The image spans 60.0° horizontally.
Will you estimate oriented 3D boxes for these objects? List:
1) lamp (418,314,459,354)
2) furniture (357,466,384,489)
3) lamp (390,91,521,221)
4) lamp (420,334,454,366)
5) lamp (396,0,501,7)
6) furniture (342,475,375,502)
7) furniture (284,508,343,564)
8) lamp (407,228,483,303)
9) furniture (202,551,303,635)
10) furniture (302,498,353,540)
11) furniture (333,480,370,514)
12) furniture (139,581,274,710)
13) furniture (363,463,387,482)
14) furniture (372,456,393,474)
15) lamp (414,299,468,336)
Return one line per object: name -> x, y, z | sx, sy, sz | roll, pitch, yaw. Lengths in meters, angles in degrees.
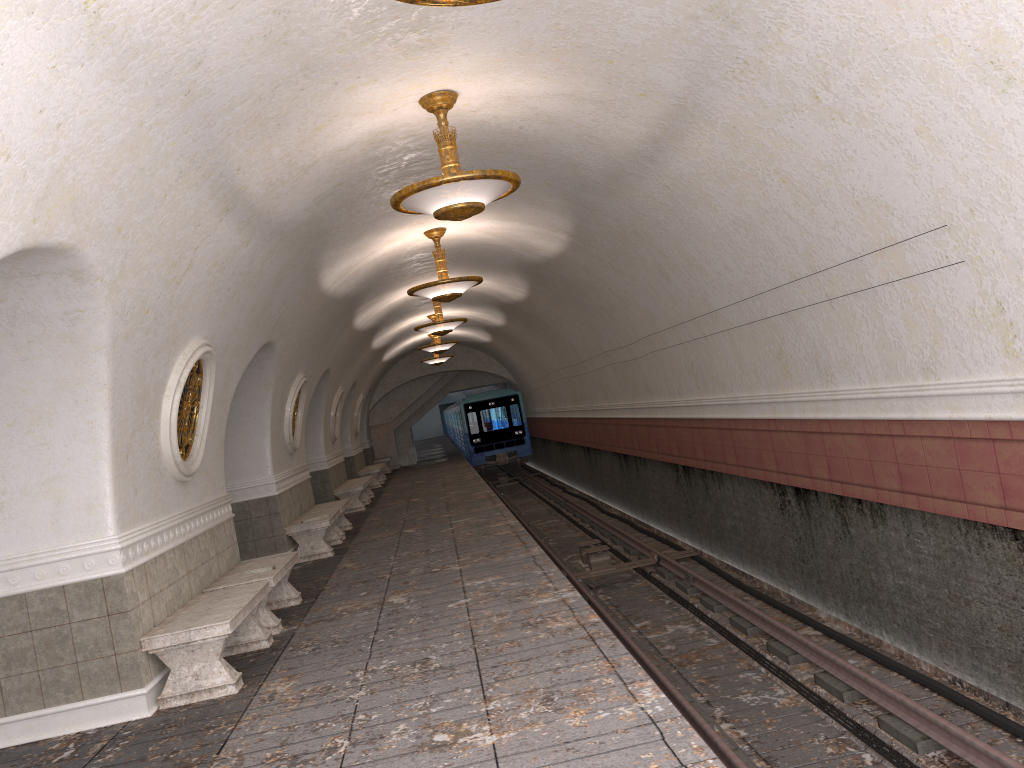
lamp -> -1.808, -1.178, 21.216 | 1.008, 0.955, 1.008 | -11, -1, 10
furniture -> -3.908, 2.616, 24.693 | 0.613, 0.508, 1.509 | -11, -1, -6
lamp -> -0.476, -1.712, 6.767 | 1.008, 0.955, 1.008 | -10, -1, -21
lamp -> -2.251, -1.000, 26.022 | 1.008, 0.955, 1.008 | -12, -1, 40
lamp -> -0.140, -1.846, 3.130 | 1.008, 0.955, 1.008 | -12, -1, 40
furniture -> -3.515, 2.458, 20.433 | 0.613, 0.508, 1.509 | -11, -1, -6
furniture -> -2.808, 2.175, 12.768 | 0.613, 0.508, 1.509 | -11, -1, -6
lamp -> -0.922, -1.533, 11.605 | 1.008, 0.955, 1.008 | -10, -1, -21
furniture -> -2.411, 2.016, 8.462 | 0.613, 0.508, 1.509 | -11, -1, -6
furniture -> -2.962, 2.237, 14.442 | 0.613, 0.508, 1.509 | -11, -1, -6
furniture -> -3.361, 2.396, 18.760 | 0.613, 0.508, 1.509 | -11, -1, -6
furniture -> -2.257, 1.954, 6.789 | 0.613, 0.508, 1.509 | -11, -1, -6
furniture -> -4.062, 2.678, 26.367 | 0.613, 0.508, 1.509 | -11, -1, -6
furniture -> -4.486, 2.848, 30.965 | 0.613, 0.508, 1.509 | -11, -1, -6
lamp -> -1.365, -1.355, 16.412 | 1.008, 0.955, 1.008 | -11, -1, 10
